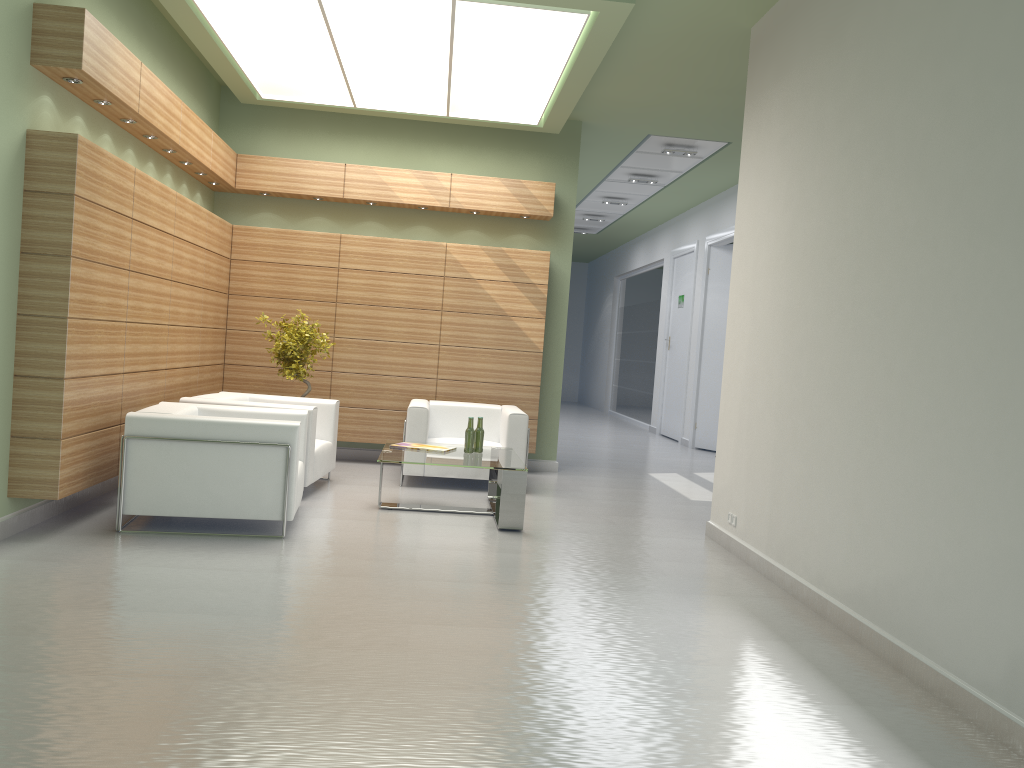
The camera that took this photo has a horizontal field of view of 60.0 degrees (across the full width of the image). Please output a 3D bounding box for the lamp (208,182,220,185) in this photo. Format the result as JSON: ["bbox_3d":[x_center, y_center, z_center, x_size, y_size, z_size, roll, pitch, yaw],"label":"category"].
[{"bbox_3d":[-4.855,-3.296,14.449,0.181,0.074,0.181,3,2,-22],"label":"lamp"}]

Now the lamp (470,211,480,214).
[{"bbox_3d":[-0.648,-3.023,15.495,0.181,0.074,0.181,2,3,-44],"label":"lamp"}]

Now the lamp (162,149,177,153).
[{"bbox_3d":[-4.646,-3.188,12.033,0.181,0.074,0.181,3,2,-22],"label":"lamp"}]

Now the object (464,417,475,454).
[{"bbox_3d":[-0.554,0.672,11.671,0.131,0.475,0.131,2,3,-40],"label":"object"}]

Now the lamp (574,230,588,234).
[{"bbox_3d":[2.209,-5.144,29.758,0.657,0.159,0.286,4,2,-5],"label":"lamp"}]

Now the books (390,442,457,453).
[{"bbox_3d":[-1.182,0.845,11.847,0.762,0.025,0.508,5,2,15],"label":"books"}]

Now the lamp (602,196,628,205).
[{"bbox_3d":[2.742,-4.868,23.605,0.657,0.159,0.286,4,2,-5],"label":"lamp"}]

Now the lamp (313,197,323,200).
[{"bbox_3d":[-3.334,-3.214,15.254,0.181,0.074,0.181,4,2,-11],"label":"lamp"}]

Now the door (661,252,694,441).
[{"bbox_3d":[4.567,-1.042,24.609,0.250,5.083,2.089,4,2,-5],"label":"door"}]

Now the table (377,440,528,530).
[{"bbox_3d":[-0.816,1.270,11.544,1.783,0.742,2.197,4,2,-5],"label":"table"}]

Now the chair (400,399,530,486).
[{"bbox_3d":[-0.764,0.955,14.114,1.894,1.234,1.802,4,2,-5],"label":"chair"}]

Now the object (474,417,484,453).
[{"bbox_3d":[-0.436,0.676,11.803,0.131,0.475,0.131,2,3,-40],"label":"object"}]

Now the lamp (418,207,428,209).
[{"bbox_3d":[-1.545,-3.087,15.414,0.181,0.074,0.181,4,2,-11],"label":"lamp"}]

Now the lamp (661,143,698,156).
[{"bbox_3d":[3.280,-4.589,17.395,0.657,0.159,0.286,4,2,-5],"label":"lamp"}]

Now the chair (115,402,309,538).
[{"bbox_3d":[-3.292,0.920,10.110,1.802,1.234,1.894,4,2,-10],"label":"chair"}]

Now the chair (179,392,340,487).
[{"bbox_3d":[-3.476,0.818,12.425,1.769,1.234,1.894,4,2,0],"label":"chair"}]

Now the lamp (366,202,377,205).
[{"bbox_3d":[-2.431,-3.150,15.335,0.181,0.074,0.181,2,3,-44],"label":"lamp"}]

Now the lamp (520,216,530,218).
[{"bbox_3d":[0.231,-2.961,15.574,0.181,0.074,0.181,4,2,-11],"label":"lamp"}]

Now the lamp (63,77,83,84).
[{"bbox_3d":[-4.368,-3.044,8.823,0.181,0.074,0.181,3,3,-33],"label":"lamp"}]

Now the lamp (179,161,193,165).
[{"bbox_3d":[-4.714,-3.223,12.828,0.181,0.074,0.181,3,2,-22],"label":"lamp"}]

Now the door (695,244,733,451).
[{"bbox_3d":[5.425,-0.858,21.471,0.134,5.083,2.089,3,3,-35],"label":"door"}]

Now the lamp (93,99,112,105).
[{"bbox_3d":[-4.436,-3.079,9.615,0.181,0.074,0.181,3,2,-22],"label":"lamp"}]

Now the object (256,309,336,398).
[{"bbox_3d":[-3.525,0.076,14.029,1.201,2.565,1.116,3,3,-37],"label":"object"}]

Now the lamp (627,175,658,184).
[{"bbox_3d":[3.017,-4.726,20.432,0.657,0.159,0.286,4,2,-5],"label":"lamp"}]

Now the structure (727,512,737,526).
[{"bbox_3d":[2.584,1.585,10.410,0.017,0.118,0.262,4,2,-5],"label":"structure"}]

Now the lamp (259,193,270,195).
[{"bbox_3d":[-4.227,-3.277,15.174,0.181,0.074,0.181,4,2,-11],"label":"lamp"}]

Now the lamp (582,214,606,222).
[{"bbox_3d":[2.472,-5.008,26.724,0.657,0.159,0.286,4,2,-5],"label":"lamp"}]

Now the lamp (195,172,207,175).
[{"bbox_3d":[-4.785,-3.260,13.644,0.181,0.074,0.181,3,3,-33],"label":"lamp"}]

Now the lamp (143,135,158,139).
[{"bbox_3d":[-4.575,-3.151,11.222,0.181,0.074,0.181,3,3,-33],"label":"lamp"}]

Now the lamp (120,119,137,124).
[{"bbox_3d":[-4.506,-3.116,10.424,0.181,0.074,0.181,3,2,-22],"label":"lamp"}]

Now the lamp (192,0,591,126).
[{"bbox_3d":[-1.600,-4.560,12.200,4.571,0.325,5.060,4,2,-5],"label":"lamp"}]
